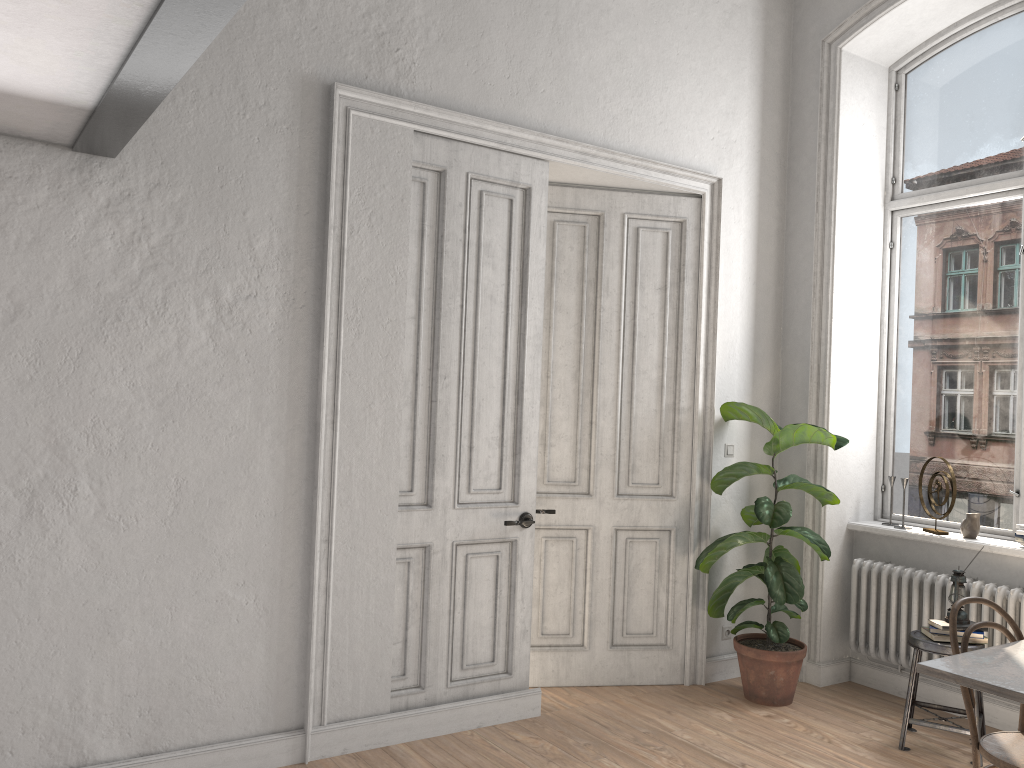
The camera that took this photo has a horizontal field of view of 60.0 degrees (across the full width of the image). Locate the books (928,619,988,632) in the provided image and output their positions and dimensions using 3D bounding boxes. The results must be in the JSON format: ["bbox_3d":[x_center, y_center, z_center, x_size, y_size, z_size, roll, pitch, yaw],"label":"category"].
[{"bbox_3d":[2.148,1.165,4.278,0.221,0.027,0.147,2,-1,-1],"label":"books"}]

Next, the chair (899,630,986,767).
[{"bbox_3d":[2.088,1.487,4.279,0.364,0.522,0.360,2,-1,30],"label":"chair"}]

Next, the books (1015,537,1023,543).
[{"bbox_3d":[2.688,0.799,4.481,0.155,0.022,0.205,3,-1,-13],"label":"books"}]

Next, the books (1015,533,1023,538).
[{"bbox_3d":[2.689,0.777,4.479,0.147,0.023,0.221,3,-1,-17],"label":"books"}]

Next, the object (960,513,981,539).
[{"bbox_3d":[2.472,0.760,4.783,0.100,0.142,0.102,2,-1,31],"label":"object"}]

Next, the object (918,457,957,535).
[{"bbox_3d":[2.375,0.619,4.948,0.087,0.425,0.347,2,-1,-1],"label":"object"}]

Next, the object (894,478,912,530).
[{"bbox_3d":[2.251,0.686,5.095,0.095,0.289,0.095,2,-1,-11],"label":"object"}]

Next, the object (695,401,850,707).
[{"bbox_3d":[2.639,0.812,2.656,0.792,1.842,5.827,3,-1,-28],"label":"object"}]

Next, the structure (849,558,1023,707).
[{"bbox_3d":[3.440,-0.464,3.013,0.340,4.473,5.181,3,-1,-33],"label":"structure"}]

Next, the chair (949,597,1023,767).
[{"bbox_3d":[1.810,1.251,3.063,0.438,0.920,0.549,3,-1,-25],"label":"chair"}]

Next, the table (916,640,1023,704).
[{"bbox_3d":[2.363,1.324,2.260,1.100,0.779,2.200,3,-1,-33],"label":"table"}]

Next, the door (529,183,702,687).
[{"bbox_3d":[0.542,0.295,5.022,1.097,2.814,0.216,2,-1,-9],"label":"door"}]

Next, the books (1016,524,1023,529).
[{"bbox_3d":[2.709,0.732,4.466,0.174,0.019,0.244,3,-1,-23],"label":"books"}]

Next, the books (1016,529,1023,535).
[{"bbox_3d":[2.681,0.756,4.471,0.155,0.020,0.205,3,-2,-43],"label":"books"}]

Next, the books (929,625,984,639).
[{"bbox_3d":[2.146,1.188,4.279,0.232,0.029,0.163,2,-1,28],"label":"books"}]

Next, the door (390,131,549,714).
[{"bbox_3d":[-0.337,0.243,4.244,1.097,2.814,0.216,3,-1,-32],"label":"door"}]

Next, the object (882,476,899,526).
[{"bbox_3d":[2.235,0.688,5.224,0.095,0.289,0.095,2,-1,-2],"label":"object"}]

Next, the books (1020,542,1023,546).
[{"bbox_3d":[2.686,0.822,4.488,0.147,0.023,0.221,2,-1,16],"label":"books"}]

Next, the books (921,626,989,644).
[{"bbox_3d":[2.136,1.213,4.287,0.246,0.034,0.194,2,-1,7],"label":"books"}]

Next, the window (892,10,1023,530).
[{"bbox_3d":[2.805,-0.626,4.732,0.013,2.842,1.622,3,-1,-33],"label":"window"}]

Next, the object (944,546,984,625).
[{"bbox_3d":[2.186,0.964,4.288,0.163,0.383,0.154,2,-1,30],"label":"object"}]
